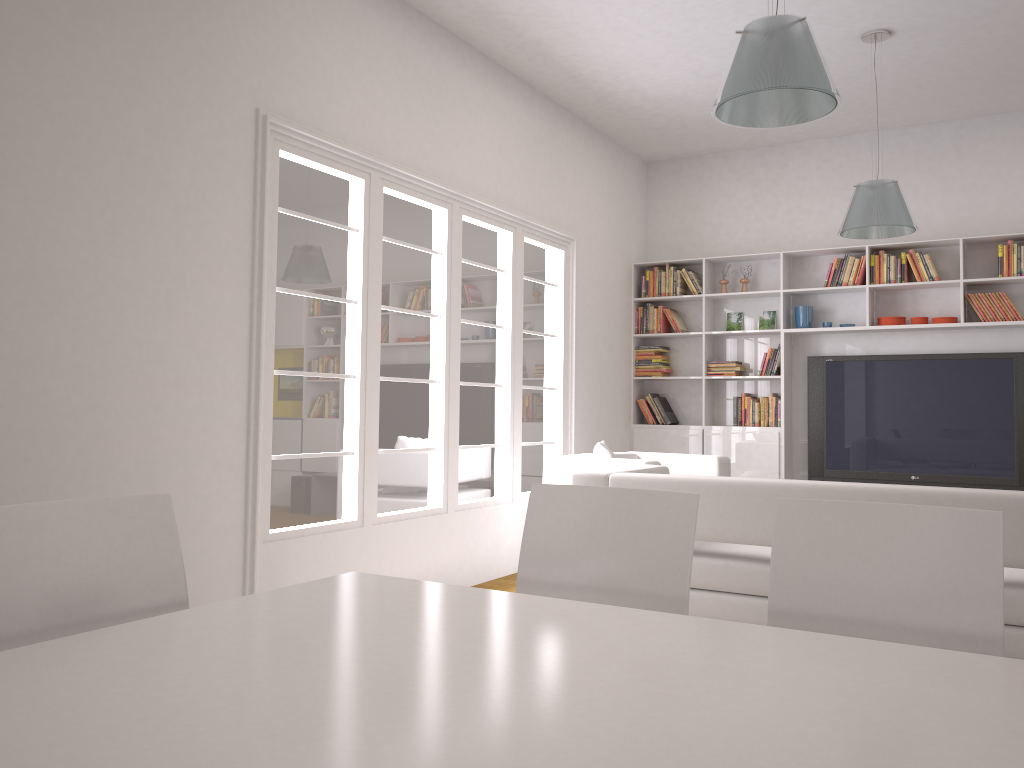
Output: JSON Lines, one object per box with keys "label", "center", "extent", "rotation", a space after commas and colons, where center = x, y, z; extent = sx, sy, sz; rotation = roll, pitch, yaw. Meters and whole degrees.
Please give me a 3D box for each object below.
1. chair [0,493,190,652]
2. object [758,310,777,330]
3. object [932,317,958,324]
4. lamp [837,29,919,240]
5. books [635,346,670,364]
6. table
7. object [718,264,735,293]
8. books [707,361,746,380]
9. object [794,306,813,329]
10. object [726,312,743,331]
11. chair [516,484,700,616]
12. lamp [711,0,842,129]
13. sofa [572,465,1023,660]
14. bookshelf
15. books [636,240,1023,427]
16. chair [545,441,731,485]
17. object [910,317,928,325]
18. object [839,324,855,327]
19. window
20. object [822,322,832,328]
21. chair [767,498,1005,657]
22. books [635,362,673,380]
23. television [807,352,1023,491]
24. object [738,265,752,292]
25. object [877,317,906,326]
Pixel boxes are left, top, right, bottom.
{"label": "chair", "center": [-0.710, 0.707, 1.699], "extent": [0.575, 0.932, 0.560], "rotation": [-1, -3, 30]}
{"label": "object", "center": [2.214, -0.542, 7.684], "extent": [0.144, 0.190, 0.051], "rotation": [-1, -3, 30]}
{"label": "object", "center": [3.353, -0.484, 6.869], "extent": [0.182, 0.054, 0.182], "rotation": [0, -2, 27]}
{"label": "lamp", "center": [2.265, -1.559, 5.509], "extent": [0.464, 1.251, 0.464], "rotation": [-1, -3, 30]}
{"label": "books", "center": [1.282, -0.264, 8.095], "extent": [0.252, 0.153, 0.207], "rotation": [0, -2, 30]}
{"label": "table", "center": [0.335, 0.802, 1.063], "extent": [2.410, 0.723, 1.210], "rotation": [0, -2, 30]}
{"label": "object", "center": [1.893, -0.915, 7.796], "extent": [0.120, 0.279, 0.179], "rotation": [-1, -3, 36]}
{"label": "books", "center": [1.872, -0.118, 7.742], "extent": [0.284, 0.153, 0.207], "rotation": [0, -2, 30]}
{"label": "object", "center": [2.440, -0.547, 7.414], "extent": [0.147, 0.193, 0.147], "rotation": [0, -3, 19]}
{"label": "object", "center": [1.964, -0.541, 7.830], "extent": [0.144, 0.190, 0.051], "rotation": [-1, -3, 30]}
{"label": "chair", "center": [0.133, 0.730, 2.089], "extent": [0.561, 0.932, 0.575], "rotation": [-1, -3, 30]}
{"label": "lamp", "center": [0.983, -1.642, 3.316], "extent": [0.464, 1.251, 0.464], "rotation": [-1, -3, 30]}
{"label": "sofa", "center": [1.597, 0.825, 3.705], "extent": [2.622, 0.849, 0.821], "rotation": [0, -3, 30]}
{"label": "bookshelf", "center": [3.486, 0.136, 6.809], "extent": [5.364, 2.482, 0.389], "rotation": [0, -3, 30]}
{"label": "books", "center": [2.833, -0.362, 7.179], "extent": [3.861, 1.457, 0.235], "rotation": [0, -3, 30]}
{"label": "chair", "center": [0.854, 0.836, 5.882], "extent": [0.801, 0.912, 1.095], "rotation": [-1, -3, 40]}
{"label": "object", "center": [3.206, -0.485, 6.976], "extent": [0.128, 0.073, 0.129], "rotation": [0, -2, 27]}
{"label": "object", "center": [2.737, -0.469, 7.236], "extent": [0.124, 0.032, 0.123], "rotation": [0, -2, 16]}
{"label": "window", "center": [-0.418, 0.025, 5.563], "extent": [0.195, 2.530, 3.347], "rotation": [-1, -3, 30]}
{"label": "object", "center": [2.602, -0.480, 7.315], "extent": [0.078, 0.056, 0.078], "rotation": [2, -3, -34]}
{"label": "chair", "center": [0.703, 0.727, 1.756], "extent": [0.561, 0.932, 0.575], "rotation": [-1, -3, 30]}
{"label": "books", "center": [1.294, -0.115, 8.080], "extent": [0.284, 0.153, 0.207], "rotation": [0, -2, 30]}
{"label": "television", "center": [3.209, 0.308, 7.036], "extent": [1.660, 1.089, 0.082], "rotation": [-1, -3, 30]}
{"label": "object", "center": [2.005, -0.905, 7.750], "extent": [0.119, 0.260, 0.179], "rotation": [3, -3, -39]}
{"label": "object", "center": [3.031, -0.491, 7.079], "extent": [0.210, 0.073, 0.211], "rotation": [1, -2, 5]}
